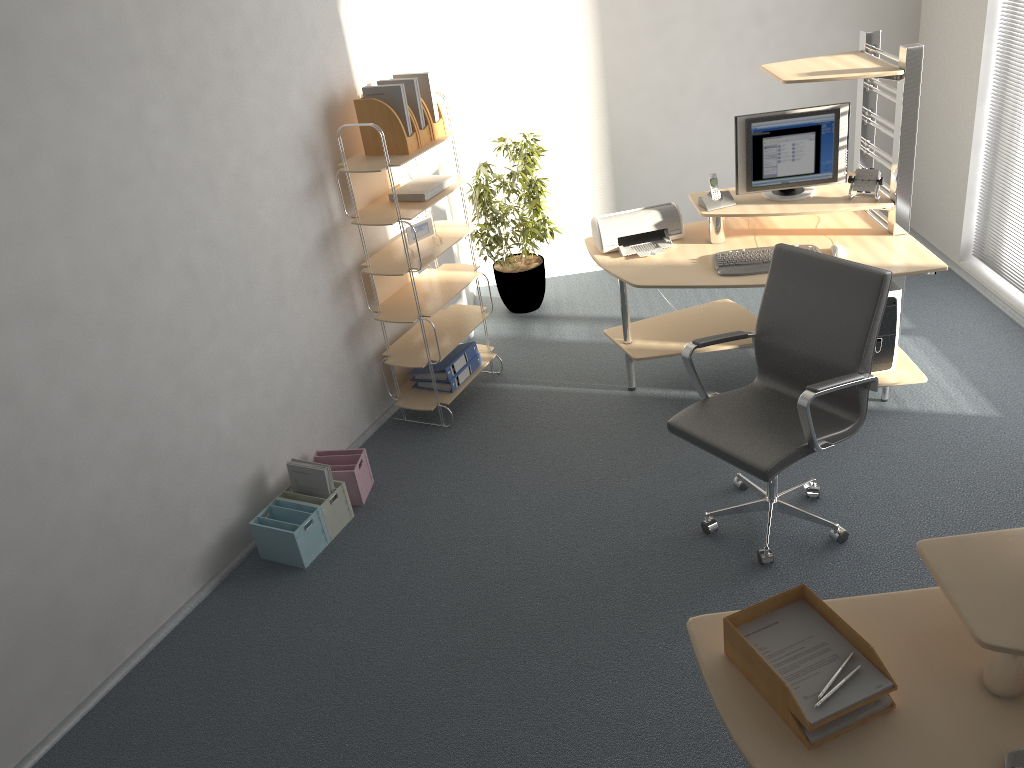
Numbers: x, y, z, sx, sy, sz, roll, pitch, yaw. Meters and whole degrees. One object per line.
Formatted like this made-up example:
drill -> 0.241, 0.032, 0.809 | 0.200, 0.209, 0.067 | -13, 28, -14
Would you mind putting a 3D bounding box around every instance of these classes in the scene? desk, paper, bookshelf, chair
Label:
desk -> 1.107, -0.677, 4.187 | 1.469, 1.566, 0.967 | -8, 29, 3
paper -> -0.881, 0.488, 3.957 | 0.220, 0.306, 0.068 | 7, 33, 26
desk -> 1.162, 0.678, 1.743 | 1.469, 1.566, 0.967 | -8, 29, 3
bookshelf -> -0.447, -0.610, 4.518 | 0.381, 1.572, 0.724 | 7, 33, 27
paper -> 0.655, 0.608, 1.973 | 0.210, 0.010, 0.297 | -18, 30, -15
paper -> -0.521, -1.295, 4.219 | 0.213, 0.297, 0.045 | 7, 33, 27
paper -> -0.460, -1.355, 4.310 | 0.213, 0.297, 0.045 | 9, 34, 29
paper -> -0.573, -1.234, 4.125 | 0.213, 0.297, 0.045 | 6, 32, 25
chair -> 0.993, 0.105, 3.354 | 0.652, 1.048, 0.584 | -25, 33, -27
paper -> 0.662, 0.653, 1.998 | 0.210, 0.019, 0.297 | -18, 30, -15
paper -> -0.445, -0.973, 4.407 | 0.213, 0.046, 0.297 | 7, 33, 26

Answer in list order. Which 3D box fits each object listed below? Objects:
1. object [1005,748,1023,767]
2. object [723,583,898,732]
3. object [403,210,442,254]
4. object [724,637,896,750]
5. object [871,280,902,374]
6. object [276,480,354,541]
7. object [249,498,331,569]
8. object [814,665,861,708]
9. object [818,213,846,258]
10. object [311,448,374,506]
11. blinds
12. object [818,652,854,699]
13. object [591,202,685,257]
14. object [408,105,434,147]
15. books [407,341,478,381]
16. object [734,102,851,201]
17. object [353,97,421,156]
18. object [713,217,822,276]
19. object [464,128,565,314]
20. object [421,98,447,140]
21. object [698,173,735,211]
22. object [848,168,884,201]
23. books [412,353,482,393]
object -> 1.220, 0.667, 1.873 | 0.478, 0.082, 0.814 | -4, 29, 10
object -> 0.652, 0.593, 1.965 | 0.225, 0.060, 0.309 | -18, 30, -15
object -> -0.457, -0.761, 4.415 | 0.077, 0.161, 0.192 | 20, 40, 41
object -> 0.660, 0.642, 1.993 | 0.225, 0.060, 0.309 | -18, 30, -15
object -> 1.690, -0.334, 4.301 | 0.199, 0.422, 0.471 | -8, 29, 3
object -> -0.878, 0.557, 3.980 | 0.245, 0.202, 0.185 | 6, 32, 26
object -> -0.957, 0.648, 3.839 | 0.245, 0.202, 0.185 | 6, 32, 26
object -> 0.691, 0.643, 1.883 | 0.159, 0.009, 0.008 | -27, 33, -28
object -> 1.540, -0.747, 4.307 | 0.168, 0.088, 0.742 | -7, 29, 5
object -> -0.807, 0.443, 4.163 | 0.245, 0.202, 0.185 | -3, 29, 10
blinds -> 2.591, -1.491, 3.780 | 0.037, 2.749, 1.950 | -8, 29, 3
object -> 0.697, 0.628, 1.908 | 0.008, 0.009, 0.159 | 19, 40, 41
object -> 0.644, -0.760, 4.405 | 0.438, 0.162, 0.351 | -11, 29, -4
object -> -0.526, -1.268, 4.213 | 0.243, 0.259, 0.113 | 7, 33, 27
books -> -0.373, -0.124, 4.775 | 0.263, 0.100, 0.320 | 7, 33, 27
object -> 1.338, -1.119, 4.254 | 0.516, 0.418, 0.245 | 0, 30, 16
object -> -0.578, -1.207, 4.118 | 0.243, 0.259, 0.113 | 6, 32, 25
object -> 1.203, -0.685, 4.300 | 0.478, 0.082, 0.814 | -4, 29, 10
object -> 0.033, -0.994, 5.517 | 0.544, 1.147, 0.644 | 8, 33, 28
object -> -0.466, -1.328, 4.304 | 0.243, 0.259, 0.113 | 9, 34, 29
object -> 0.991, -0.944, 4.317 | 0.150, 0.151, 0.119 | -14, 29, -9
object -> 1.643, -0.928, 4.115 | 0.154, 0.135, 0.093 | 13, 36, 34
books -> -0.356, -0.076, 4.797 | 0.262, 0.072, 0.320 | 7, 33, 27
